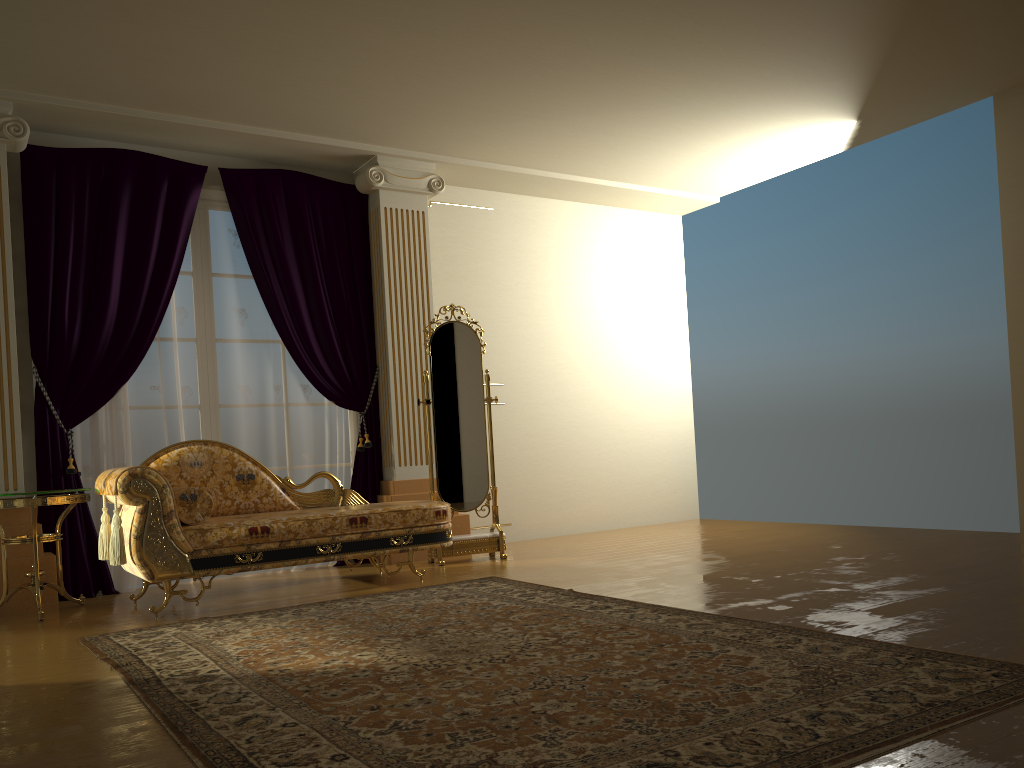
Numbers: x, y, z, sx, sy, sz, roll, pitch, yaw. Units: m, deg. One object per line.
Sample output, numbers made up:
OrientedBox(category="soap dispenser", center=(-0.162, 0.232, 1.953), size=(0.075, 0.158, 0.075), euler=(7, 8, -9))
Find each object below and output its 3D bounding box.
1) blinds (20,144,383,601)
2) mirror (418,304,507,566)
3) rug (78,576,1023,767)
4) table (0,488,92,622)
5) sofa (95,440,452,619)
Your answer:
OrientedBox(category="blinds", center=(-1.860, -0.081, 5.639), size=(2.232, 2.649, 0.340), euler=(-2, -1, -32))
OrientedBox(category="mirror", center=(-0.340, 0.317, 5.808), size=(0.540, 1.697, 0.243), euler=(-3, -1, -23))
OrientedBox(category="rug", center=(-0.162, 0.935, 3.102), size=(2.115, 0.017, 3.090), euler=(0, -5, -33))
OrientedBox(category="table", center=(-2.455, 0.873, 4.539), size=(0.572, 0.642, 0.572), euler=(-4, -2, 12))
OrientedBox(category="sofa", center=(-1.230, 0.709, 4.858), size=(1.891, 0.870, 0.696), euler=(-1, -3, -33))
